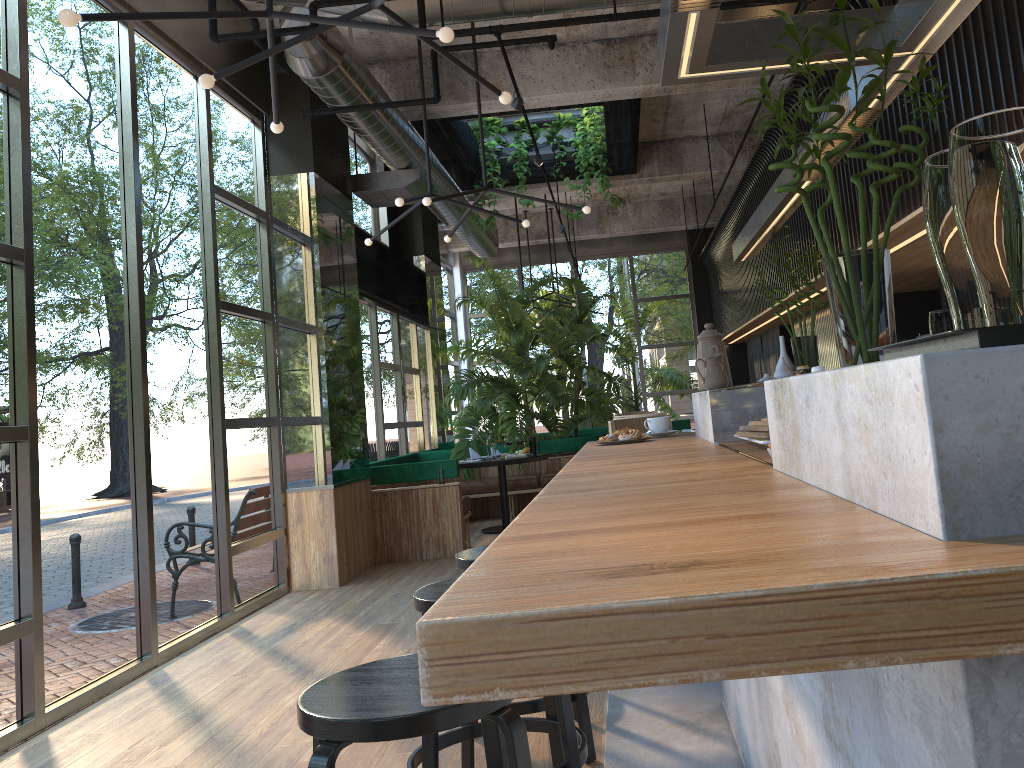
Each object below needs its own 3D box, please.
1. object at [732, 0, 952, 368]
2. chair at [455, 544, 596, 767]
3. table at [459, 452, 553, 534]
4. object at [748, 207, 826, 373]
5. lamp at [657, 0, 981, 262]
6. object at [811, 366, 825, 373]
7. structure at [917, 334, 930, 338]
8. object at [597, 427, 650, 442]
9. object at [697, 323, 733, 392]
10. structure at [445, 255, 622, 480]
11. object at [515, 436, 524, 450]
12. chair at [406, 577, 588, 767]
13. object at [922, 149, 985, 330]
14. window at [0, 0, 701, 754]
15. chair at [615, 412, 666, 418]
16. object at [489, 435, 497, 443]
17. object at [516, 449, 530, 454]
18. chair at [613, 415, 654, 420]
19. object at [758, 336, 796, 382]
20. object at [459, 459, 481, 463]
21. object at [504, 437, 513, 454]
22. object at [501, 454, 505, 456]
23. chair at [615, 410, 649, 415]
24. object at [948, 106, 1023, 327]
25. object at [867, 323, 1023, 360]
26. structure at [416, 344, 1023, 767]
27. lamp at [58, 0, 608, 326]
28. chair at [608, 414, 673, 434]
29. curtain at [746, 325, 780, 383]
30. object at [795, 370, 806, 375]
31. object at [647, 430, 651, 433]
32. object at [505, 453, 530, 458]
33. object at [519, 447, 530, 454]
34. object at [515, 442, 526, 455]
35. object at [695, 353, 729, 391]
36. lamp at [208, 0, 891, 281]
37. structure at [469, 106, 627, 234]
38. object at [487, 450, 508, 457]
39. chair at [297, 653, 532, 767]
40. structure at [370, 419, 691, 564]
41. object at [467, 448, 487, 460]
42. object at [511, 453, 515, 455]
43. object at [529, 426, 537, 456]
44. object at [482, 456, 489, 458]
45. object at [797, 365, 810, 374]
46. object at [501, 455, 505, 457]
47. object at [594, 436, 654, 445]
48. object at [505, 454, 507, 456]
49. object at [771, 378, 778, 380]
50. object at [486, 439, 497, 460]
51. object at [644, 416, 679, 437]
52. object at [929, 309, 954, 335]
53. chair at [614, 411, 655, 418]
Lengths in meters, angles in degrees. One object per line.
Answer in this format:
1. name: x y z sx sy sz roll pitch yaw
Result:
1. object: 1.045 -0.650 2.757 0.664 1.558 0.589 -6 -6 9
2. chair: 0.029 0.949 3.202 0.516 0.700 0.510 -5 -5 0
3. table: -0.087 1.153 9.335 1.146 0.755 1.049 -4 -4 -27
4. object: 2.185 -0.614 6.821 0.638 1.558 0.612 -10 -7 43
5. lamp: 2.722 -2.316 4.484 4.996 2.144 6.690 -5 -2 -1
6. object: 1.513 0.027 4.354 0.071 0.233 0.078 -9 -7 37
7. structure: 4.029 0.290 8.132 0.547 1.603 0.838 -5 -5 5
8. object: 0.392 0.179 3.093 0.161 0.053 0.154 -3 -3 -41
9. object: 0.684 -0.093 3.060 0.123 0.235 0.205 -2 -5 -27
10. structure: 0.258 -0.088 11.796 2.480 3.455 2.604 -4 -5 -11
11. object: 0.089 0.666 9.618 0.104 0.202 0.100 -4 -5 -7
12. chair: -0.051 0.934 2.558 0.521 0.700 0.506 -5 -5 -5
13. object: 0.488 -0.137 0.919 0.102 0.210 0.108 -7 -5 19
14. window: -0.280 -1.872 5.265 4.119 6.528 20.372 -6 -2 7
15. chair: 0.955 0.659 5.499 0.525 0.975 0.567 -8 -6 28
16. object: -0.196 0.660 9.327 0.095 0.246 0.090 -4 -6 -13
17. object: 0.116 0.722 9.479 0.192 0.038 0.064 -7 -4 38
18. chair: 0.851 0.640 4.688 0.573 0.975 0.518 -1 -6 -35
19. object: 2.057 -0.172 6.799 0.331 0.400 0.303 -2 -6 -37
20. object: -0.412 0.789 9.164 0.254 0.019 0.157 -6 -2 3
21. object: -0.035 0.680 9.664 0.104 0.202 0.100 -4 -5 -7
22. object: -0.097 0.771 9.552 0.024 0.025 0.047 -7 -3 24
23. chair: 1.134 0.697 7.051 0.535 0.975 0.556 -6 -5 14
24. object: 0.463 -0.139 0.812 0.102 0.210 0.108 -7 -5 19
25. object: 0.604 -0.054 0.874 0.436 0.019 0.272 -6 -2 3
26. structure: 3.294 0.152 4.062 5.821 1.739 7.126 -6 -2 5
27. lamp: 1.035 -2.268 5.508 5.060 1.833 18.911 -6 -2 7
28. chair: 0.742 0.623 3.923 0.573 0.975 0.518 -1 -6 -39
29. curtain: 3.773 0.256 13.081 0.121 2.069 3.275 -6 -3 7
30. object: 1.987 -0.043 6.175 0.161 0.107 0.085 -3 -5 -40
31. object: 0.520 0.191 3.429 0.030 0.027 0.131 -4 -2 -16
32. object: 0.087 0.749 9.380 0.234 0.019 0.359 -6 -2 15
33. object: 0.130 0.703 9.378 0.099 0.065 0.162 -4 -3 -24
34. object: 0.089 0.674 9.292 0.143 0.124 0.097 -4 -5 -15
35. object: 0.644 -0.039 2.856 0.098 0.120 0.088 -6 -5 13
36. lamp: 0.559 -2.231 9.819 3.779 1.539 10.013 -5 -2 4
37. structure: 0.513 -2.602 10.589 2.072 1.525 1.471 -7 -5 33
38. object: -0.162 0.731 9.744 0.238 0.140 0.226 -5 -3 -12
39. chair: -0.164 0.912 1.655 0.522 0.700 0.504 -4 -5 -7
40. structure: 1.032 0.492 4.989 6.000 1.557 20.123 -6 -2 6
41. object: -0.374 0.740 9.426 0.238 0.140 0.226 -5 -3 -12
42. object: 0.030 0.738 9.379 0.101 0.013 0.223 -6 -2 10
43. object: 0.211 0.592 9.254 0.066 0.301 0.070 -7 -6 21
44. object: -0.338 0.800 9.668 0.165 0.019 0.242 -4 -3 -35
45. object: 1.918 -0.059 5.924 0.207 0.135 0.812 -6 -2 13
46. object: -0.095 0.769 9.432 0.032 0.019 0.038 -6 -3 17
47. object: 0.390 0.199 3.098 0.195 0.013 0.216 -7 -3 40
48. object: -0.063 0.757 9.370 0.032 0.031 0.040 -7 -4 30
49. object: 1.974 -0.011 6.543 0.187 0.073 0.232 -6 -3 24
50. object: -0.208 0.674 9.158 0.100 0.210 0.110 -9 -7 39
51. object: 0.446 0.168 3.234 0.173 0.073 0.435 -8 -3 40
52. object: 1.545 -0.158 3.157 0.110 0.210 0.100 0 -7 -41
53. chair: 1.032 0.678 6.246 0.566 0.975 0.525 -3 -5 -21
